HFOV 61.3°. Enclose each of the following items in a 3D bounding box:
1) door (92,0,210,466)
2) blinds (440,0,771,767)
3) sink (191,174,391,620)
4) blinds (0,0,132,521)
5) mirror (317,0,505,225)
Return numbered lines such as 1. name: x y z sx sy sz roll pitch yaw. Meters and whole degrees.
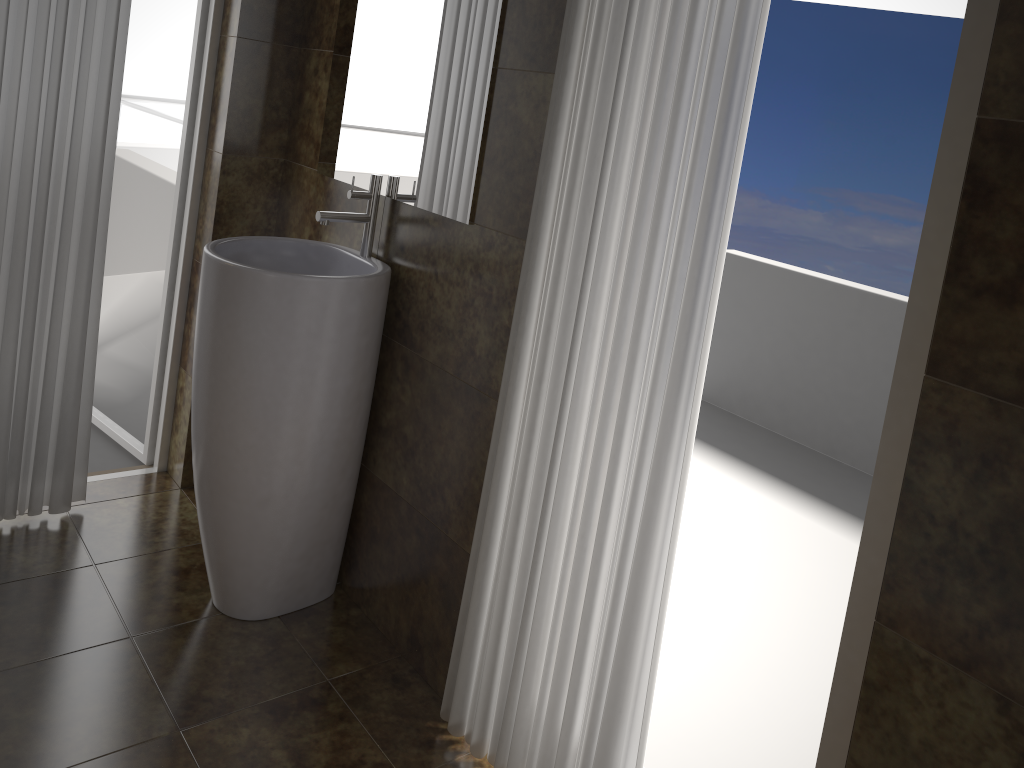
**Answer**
1. door: -1.379 -0.930 3.065 0.989 2.146 0.040 15 8 39
2. blinds: 0.188 -0.273 1.590 0.067 2.183 0.535 5 7 -41
3. sink: -0.586 0.010 2.176 0.435 1.095 0.475 4 9 -38
4. blinds: -1.294 -0.697 2.217 0.599 2.194 0.070 4 7 -41
5. mirror: -0.254 -1.014 2.227 0.008 1.050 0.797 5 10 -40
